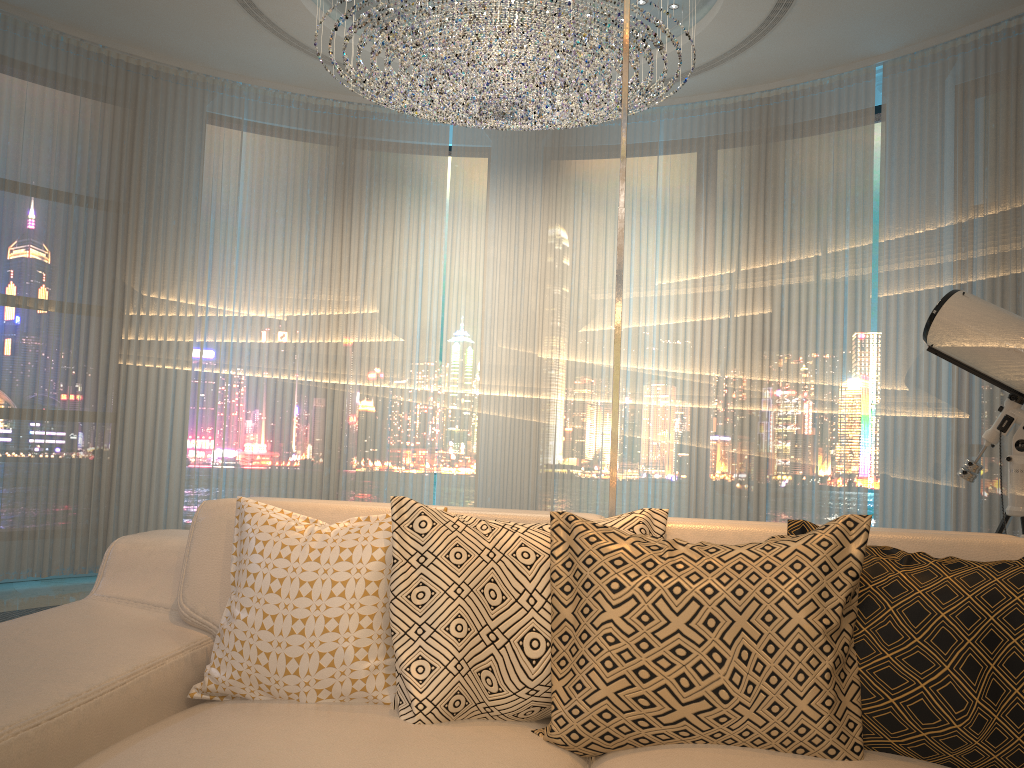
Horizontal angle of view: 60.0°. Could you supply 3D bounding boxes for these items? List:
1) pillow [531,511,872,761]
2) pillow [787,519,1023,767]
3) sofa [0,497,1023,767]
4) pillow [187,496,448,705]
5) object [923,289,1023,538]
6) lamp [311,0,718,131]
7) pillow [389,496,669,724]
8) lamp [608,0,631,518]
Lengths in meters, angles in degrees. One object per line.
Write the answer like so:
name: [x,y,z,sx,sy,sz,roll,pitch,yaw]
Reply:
pillow: [0.337,0.434,1.580,0.575,0.436,0.301,1,-3,14]
pillow: [0.732,0.445,1.501,0.575,0.436,0.301,0,-4,39]
sofa: [0.146,0.637,1.582,2.328,0.754,1.145,2,-3,8]
pillow: [-0.367,0.422,1.722,0.463,0.380,0.222,1,-3,12]
object: [1.626,0.404,2.786,0.616,1.471,0.570,1,-3,14]
lamp: [-0.029,-1.647,4.361,2.109,0.685,2.109,5,-4,-37]
pillow: [0.031,0.434,1.696,0.587,0.429,0.288,3,-3,-17]
lamp: [0.167,-0.251,1.522,0.393,2.519,2.009,2,-3,8]
